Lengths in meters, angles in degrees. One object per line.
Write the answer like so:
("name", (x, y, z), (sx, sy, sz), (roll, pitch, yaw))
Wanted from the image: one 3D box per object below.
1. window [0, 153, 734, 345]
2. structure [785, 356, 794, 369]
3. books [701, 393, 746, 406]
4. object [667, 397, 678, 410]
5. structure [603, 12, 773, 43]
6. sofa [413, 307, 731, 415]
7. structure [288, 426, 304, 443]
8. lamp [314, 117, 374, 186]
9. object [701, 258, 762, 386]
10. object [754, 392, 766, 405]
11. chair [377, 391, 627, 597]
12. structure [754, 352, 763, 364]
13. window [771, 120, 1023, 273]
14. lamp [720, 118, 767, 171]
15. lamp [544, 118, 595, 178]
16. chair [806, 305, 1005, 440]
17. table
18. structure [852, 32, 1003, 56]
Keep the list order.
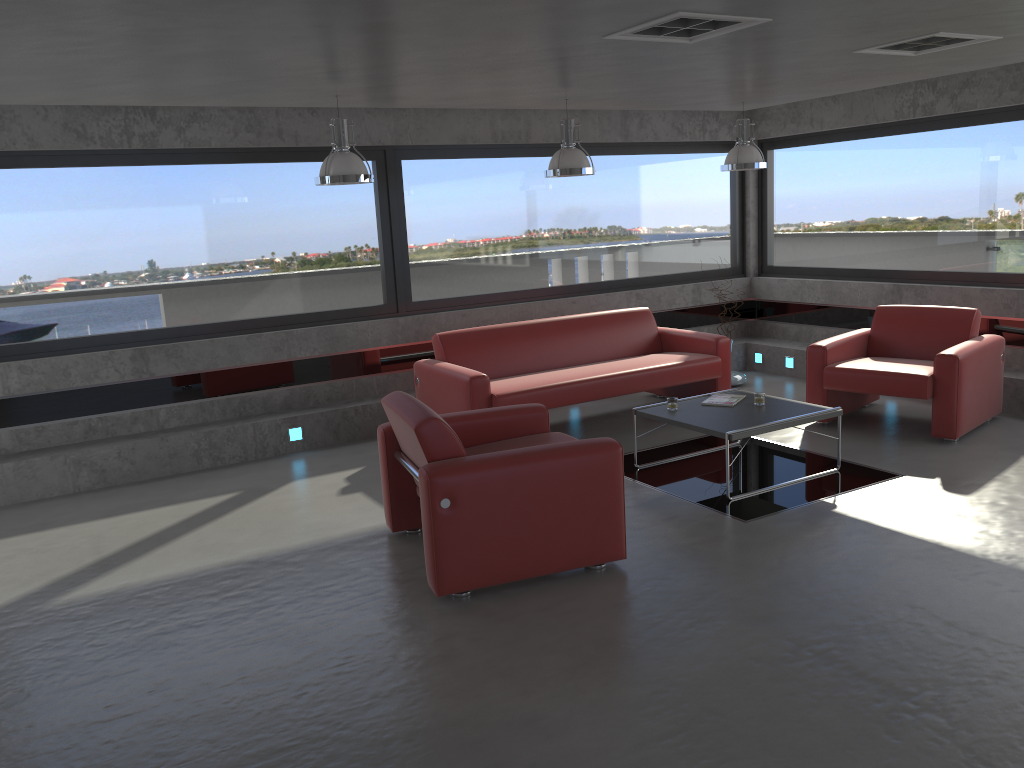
("window", (-0.867, -1.398, 8.043), (7.800, 1.364, 0.003), (-9, 12, -29))
("structure", (2.863, -0.219, 9.149), (0.004, 0.123, 0.123), (-9, 12, -29))
("books", (1.518, 0.110, 6.350), (0.228, 0.022, 0.326), (3, 13, 30))
("object", (1.118, 0.138, 6.176), (0.079, 0.077, 0.079), (7, 15, 43))
("structure", (0.818, -1.801, 4.190), (0.563, 0.240, 0.563), (-9, 12, -29))
("sofa", (0.575, -0.107, 7.584), (2.626, 0.854, 1.120), (-9, 12, -29))
("structure", (-1.769, 0.411, 7.254), (0.123, 0.123, 0.004), (-9, 12, -29))
("lamp", (-1.126, -1.541, 5.866), (0.388, 0.422, 0.389), (-9, 12, -29))
("object", (2.161, -0.637, 8.907), (0.466, 1.289, 0.531), (-7, 11, -16))
("object", (1.725, 0.103, 6.178), (0.079, 0.077, 0.079), (-7, 12, -21))
("chair", (-0.066, 0.451, 4.885), (1.130, 0.854, 1.196), (-7, 12, -19))
("structure", (2.646, -0.278, 9.519), (0.004, 0.123, 0.123), (-9, 12, -29))
("window", (3.974, -1.654, 7.936), (0.003, 1.364, 4.583), (-9, 12, -29))
("lamp", (1.984, -2.054, 7.605), (0.389, 0.422, 0.388), (-12, 14, -39))
("lamp", (0.429, -1.797, 6.736), (0.388, 0.422, 0.389), (-9, 12, -29))
("chair", (3.106, -0.148, 7.054), (1.196, 0.854, 1.130), (8, 15, 44))
("table", (1.534, 0.376, 6.112), (1.018, 0.436, 0.994), (-9, 12, -29))
("structure", (2.363, -2.056, 5.055), (0.563, 0.240, 0.563), (-9, 12, -29))
